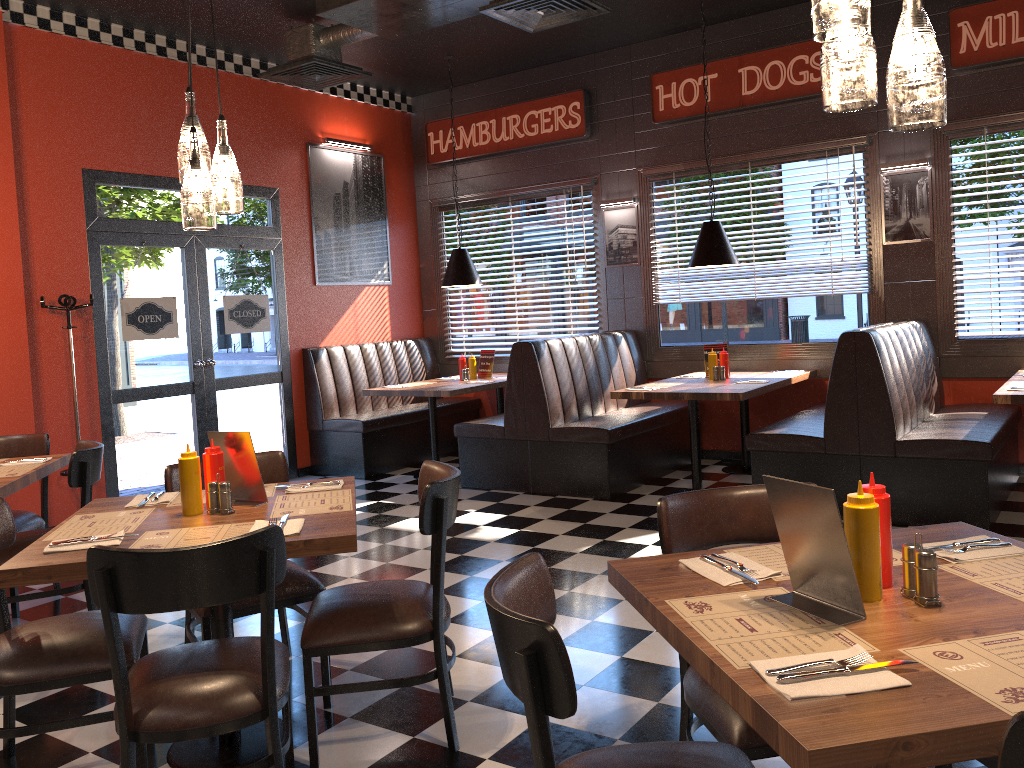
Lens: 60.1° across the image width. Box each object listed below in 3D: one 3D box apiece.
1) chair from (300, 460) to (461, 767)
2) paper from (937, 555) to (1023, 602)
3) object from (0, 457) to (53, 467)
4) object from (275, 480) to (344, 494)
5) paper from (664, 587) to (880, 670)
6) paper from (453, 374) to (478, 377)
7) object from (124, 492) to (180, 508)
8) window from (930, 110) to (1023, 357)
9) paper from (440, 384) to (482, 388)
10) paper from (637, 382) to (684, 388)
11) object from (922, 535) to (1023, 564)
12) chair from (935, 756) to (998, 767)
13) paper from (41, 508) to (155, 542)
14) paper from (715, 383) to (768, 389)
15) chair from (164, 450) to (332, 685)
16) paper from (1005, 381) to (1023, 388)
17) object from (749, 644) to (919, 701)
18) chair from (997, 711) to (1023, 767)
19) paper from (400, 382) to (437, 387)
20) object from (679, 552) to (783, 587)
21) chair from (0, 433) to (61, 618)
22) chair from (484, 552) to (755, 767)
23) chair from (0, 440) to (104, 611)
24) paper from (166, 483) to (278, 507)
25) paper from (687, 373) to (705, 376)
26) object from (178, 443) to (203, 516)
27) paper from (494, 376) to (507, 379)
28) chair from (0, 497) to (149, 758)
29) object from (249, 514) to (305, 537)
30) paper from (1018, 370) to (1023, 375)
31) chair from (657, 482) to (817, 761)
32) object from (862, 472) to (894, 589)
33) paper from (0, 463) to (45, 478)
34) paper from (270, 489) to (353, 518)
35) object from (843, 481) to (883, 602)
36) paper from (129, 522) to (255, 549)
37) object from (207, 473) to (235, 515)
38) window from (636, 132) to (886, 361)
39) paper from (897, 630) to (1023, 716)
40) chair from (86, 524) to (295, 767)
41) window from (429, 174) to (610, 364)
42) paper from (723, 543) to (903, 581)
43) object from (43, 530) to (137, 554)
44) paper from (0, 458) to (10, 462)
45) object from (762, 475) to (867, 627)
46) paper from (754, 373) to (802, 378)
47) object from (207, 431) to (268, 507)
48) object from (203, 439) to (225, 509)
[{"bbox_3d":[-0.419,0.734,2.992,0.544,0.866,0.487,-4,3,-6],"label":"chair"},{"bbox_3d":[1.100,0.406,1.811,0.261,0.001,0.366,-4,5,-12],"label":"paper"},{"bbox_3d":[-2.416,0.381,4.363,0.255,0.019,0.158,-4,5,-10],"label":"object"},{"bbox_3d":[-0.755,0.378,3.291,0.255,0.019,0.158,-4,5,-7],"label":"object"},{"bbox_3d":[0.474,0.453,1.677,0.261,0.001,0.366,-4,5,-9],"label":"paper"},{"bbox_3d":[-0.453,-0.074,8.495,0.261,0.001,0.366,0,6,36],"label":"paper"},{"bbox_3d":[-1.303,0.416,3.204,0.157,0.019,0.255,-4,5,-10],"label":"object"},{"bbox_3d":[3.979,-1.057,5.998,2.026,1.711,0.128,-1,3,35],"label":"window"},{"bbox_3d":[-0.422,0.016,7.415,0.261,0.001,0.366,0,6,32],"label":"paper"},{"bbox_3d":[1.087,0.008,6.504,0.261,0.001,0.366,0,6,36],"label":"paper"},{"bbox_3d":[1.044,0.380,2.055,0.255,0.019,0.158,-4,5,-11],"label":"object"},{"bbox_3d":[1.285,0.729,1.906,0.545,0.866,0.487,-4,3,-13],"label":"chair"},{"bbox_3d":[-1.332,0.454,2.883,0.261,0.001,0.366,-4,5,-11],"label":"paper"},{"bbox_3d":[1.582,0.015,6.088,0.261,0.001,0.366,0,6,36],"label":"paper"},{"bbox_3d":[-1.032,0.732,3.424,0.487,0.866,0.545,-5,4,-32],"label":"chair"},{"bbox_3d":[3.085,0.002,5.232,0.261,0.001,0.366,0,6,35],"label":"paper"},{"bbox_3d":[0.531,0.462,1.441,0.255,0.019,0.158,-4,5,-9],"label":"object"},{"bbox_3d":[0.854,0.806,1.293,0.486,0.866,0.545,-4,3,-7],"label":"chair"},{"bbox_3d":[-0.881,0.005,7.859,0.261,0.001,0.366,0,6,35],"label":"paper"},{"bbox_3d":[0.501,0.416,1.999,0.157,0.019,0.255,-5,5,-17],"label":"object"},{"bbox_3d":[-2.714,0.724,4.647,0.486,0.866,0.546,-3,3,0],"label":"chair"},{"bbox_3d":[0.241,0.804,1.724,0.544,0.866,0.487,-3,3,-1],"label":"chair"},{"bbox_3d":[-2.180,0.735,4.153,0.545,0.866,0.487,-5,3,-23],"label":"chair"},{"bbox_3d":[-1.057,0.406,3.257,0.365,0.001,0.261,-4,5,-12],"label":"paper"},{"bbox_3d":[1.562,-0.076,7.167,0.261,0.001,0.366,0,6,32],"label":"paper"},{"bbox_3d":[-1.069,0.315,2.943,0.068,0.237,0.068,-1,3,40],"label":"object"},{"bbox_3d":[0.047,-0.067,8.083,0.261,0.001,0.366,0,6,36],"label":"paper"},{"bbox_3d":[-1.463,0.809,2.810,0.545,0.866,0.487,-4,3,-18],"label":"chair"},{"bbox_3d":[-0.712,0.427,2.682,0.157,0.019,0.255,-4,5,-8],"label":"object"},{"bbox_3d":[3.517,-0.076,5.865,0.261,0.001,0.366,0,6,36],"label":"paper"},{"bbox_3d":[0.673,0.732,2.275,0.486,0.866,0.545,-4,3,-10],"label":"chair"},{"bbox_3d":[0.760,0.303,1.859,0.068,0.237,0.068,-1,3,40],"label":"object"},{"bbox_3d":[-2.365,0.408,4.117,0.261,0.001,0.366,-4,5,-11],"label":"paper"},{"bbox_3d":[-0.678,0.405,3.019,0.261,0.001,0.366,-4,5,-11],"label":"paper"},{"bbox_3d":[0.705,0.312,1.783,0.068,0.237,0.068,-1,3,40],"label":"object"},{"bbox_3d":[-0.928,0.452,2.629,0.365,0.001,0.261,-4,5,-9],"label":"paper"},{"bbox_3d":[-0.968,0.362,2.932,0.093,0.136,0.047,-2,3,25],"label":"object"},{"bbox_3d":[2.016,-1.061,7.358,2.026,1.711,0.128,-1,3,35],"label":"window"},{"bbox_3d":[0.866,0.452,1.430,0.365,0.001,0.261,-4,5,-12],"label":"paper"},{"bbox_3d":[-0.851,0.805,2.441,0.487,0.866,0.545,-4,3,-15],"label":"chair"},{"bbox_3d":[0.054,-1.065,8.719,2.026,1.711,0.128,-1,3,35],"label":"window"},{"bbox_3d":[0.723,0.405,2.084,0.365,0.001,0.261,-4,5,-12],"label":"paper"},{"bbox_3d":[-1.242,0.462,2.627,0.255,0.019,0.158,-5,5,-17],"label":"object"},{"bbox_3d":[-2.737,0.405,4.397,0.365,0.001,0.261,-4,5,-11],"label":"paper"},{"bbox_3d":[0.588,0.314,1.732,0.072,0.256,0.188,-4,3,-25],"label":"object"},{"bbox_3d":[2.017,-0.063,6.719,0.261,0.001,0.366,0,6,35],"label":"paper"},{"bbox_3d":[-0.951,0.288,3.071,0.188,0.256,0.072,-2,3,25],"label":"object"},{"bbox_3d":[-1.014,0.305,3.019,0.068,0.237,0.068,-1,3,40],"label":"object"}]
